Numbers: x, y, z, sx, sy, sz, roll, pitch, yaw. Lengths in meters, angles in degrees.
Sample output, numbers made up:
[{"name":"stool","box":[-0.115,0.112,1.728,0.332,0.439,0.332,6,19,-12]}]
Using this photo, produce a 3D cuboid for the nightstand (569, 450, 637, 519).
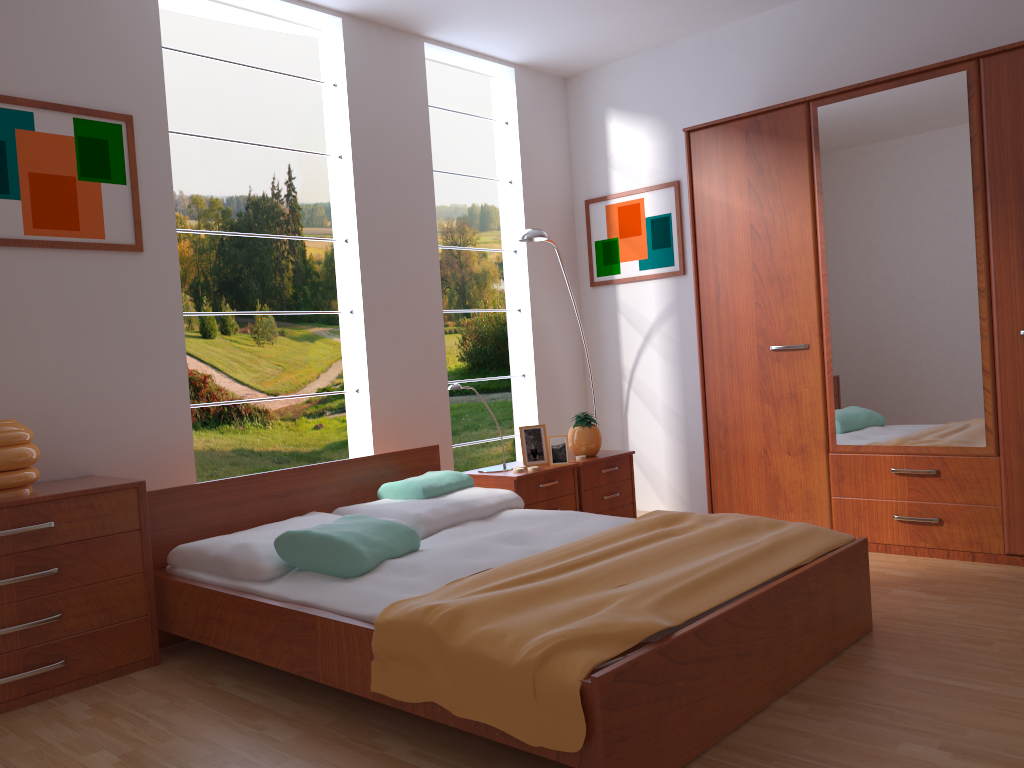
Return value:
[{"name":"nightstand","box":[0.355,0.580,4.477,0.377,0.442,0.439,-2,2,42]}]

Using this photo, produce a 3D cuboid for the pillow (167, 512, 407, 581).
[{"name":"pillow","box":[-0.786,0.578,3.152,0.574,0.157,0.682,-3,2,36]}]

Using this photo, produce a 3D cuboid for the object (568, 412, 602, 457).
[{"name":"object","box":[0.361,0.251,4.419,0.170,0.223,0.169,-3,2,22]}]

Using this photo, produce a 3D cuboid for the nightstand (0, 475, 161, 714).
[{"name":"nightstand","box":[-1.611,0.664,2.786,0.428,0.626,0.815,-2,2,42]}]

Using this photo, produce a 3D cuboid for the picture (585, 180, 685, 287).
[{"name":"picture","box":[0.696,-0.846,5.080,0.645,0.517,0.030,-2,2,42]}]

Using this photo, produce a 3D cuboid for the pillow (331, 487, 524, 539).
[{"name":"pillow","box":[-0.343,0.532,3.669,0.574,0.182,0.630,-2,2,41]}]

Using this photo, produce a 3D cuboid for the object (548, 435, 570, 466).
[{"name":"object","box":[0.219,0.310,4.137,0.094,0.137,0.027,-4,2,-3]}]

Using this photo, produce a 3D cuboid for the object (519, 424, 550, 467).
[{"name":"object","box":[0.106,0.291,4.172,0.131,0.191,0.037,-4,2,-18]}]

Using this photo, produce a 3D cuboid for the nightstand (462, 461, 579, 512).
[{"name":"nightstand","box":[0.042,0.612,4.134,0.377,0.442,0.439,-2,2,42]}]

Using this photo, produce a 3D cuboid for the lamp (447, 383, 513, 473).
[{"name":"lamp","box":[-0.134,0.195,4.024,0.163,0.421,0.337,-3,2,30]}]

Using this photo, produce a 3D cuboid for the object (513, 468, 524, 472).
[{"name":"object","box":[0.030,0.390,3.999,0.049,0.018,0.049,-3,2,29]}]

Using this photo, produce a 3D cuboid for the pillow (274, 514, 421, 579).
[{"name":"pillow","box":[-0.532,0.526,2.918,0.334,0.164,0.425,-3,2,19]}]

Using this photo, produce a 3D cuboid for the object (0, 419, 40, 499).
[{"name":"object","box":[-1.629,0.237,2.782,0.264,0.244,0.264,-5,2,-31]}]

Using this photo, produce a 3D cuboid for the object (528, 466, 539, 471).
[{"name":"object","box":[0.095,0.385,4.012,0.049,0.018,0.049,-3,2,29]}]

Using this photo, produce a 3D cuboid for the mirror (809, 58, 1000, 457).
[{"name":"mirror","box":[1.607,-0.477,3.680,0.681,1.556,0.037,-2,2,42]}]

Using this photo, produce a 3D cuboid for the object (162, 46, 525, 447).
[{"name":"object","box":[-0.644,-0.532,4.349,0.033,1.815,2.205,-2,2,42]}]

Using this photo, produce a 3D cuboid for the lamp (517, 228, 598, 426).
[{"name":"lamp","box":[0.351,-0.015,4.818,0.387,1.603,0.799,-3,2,15]}]

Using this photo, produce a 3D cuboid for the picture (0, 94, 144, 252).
[{"name":"picture","box":[-1.645,-0.737,3.137,0.030,0.517,0.645,-2,2,42]}]

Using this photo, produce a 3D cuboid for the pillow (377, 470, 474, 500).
[{"name":"pillow","box":[-0.365,0.442,3.758,0.276,0.116,0.322,-3,2,39]}]

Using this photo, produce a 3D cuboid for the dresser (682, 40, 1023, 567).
[{"name":"dresser","box":[1.793,-0.281,3.807,2.017,2.004,0.487,-2,2,42]}]

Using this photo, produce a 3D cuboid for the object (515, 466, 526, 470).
[{"name":"object","box":[0.039,0.387,4.073,0.049,0.018,0.049,-3,2,29]}]

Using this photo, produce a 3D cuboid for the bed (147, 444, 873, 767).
[{"name":"bed","box":[-0.033,0.575,3.016,1.990,0.560,1.632,-2,2,42]}]

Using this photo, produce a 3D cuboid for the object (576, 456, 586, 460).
[{"name":"object","box":[0.335,0.360,4.313,0.049,0.018,0.049,-3,2,29]}]
